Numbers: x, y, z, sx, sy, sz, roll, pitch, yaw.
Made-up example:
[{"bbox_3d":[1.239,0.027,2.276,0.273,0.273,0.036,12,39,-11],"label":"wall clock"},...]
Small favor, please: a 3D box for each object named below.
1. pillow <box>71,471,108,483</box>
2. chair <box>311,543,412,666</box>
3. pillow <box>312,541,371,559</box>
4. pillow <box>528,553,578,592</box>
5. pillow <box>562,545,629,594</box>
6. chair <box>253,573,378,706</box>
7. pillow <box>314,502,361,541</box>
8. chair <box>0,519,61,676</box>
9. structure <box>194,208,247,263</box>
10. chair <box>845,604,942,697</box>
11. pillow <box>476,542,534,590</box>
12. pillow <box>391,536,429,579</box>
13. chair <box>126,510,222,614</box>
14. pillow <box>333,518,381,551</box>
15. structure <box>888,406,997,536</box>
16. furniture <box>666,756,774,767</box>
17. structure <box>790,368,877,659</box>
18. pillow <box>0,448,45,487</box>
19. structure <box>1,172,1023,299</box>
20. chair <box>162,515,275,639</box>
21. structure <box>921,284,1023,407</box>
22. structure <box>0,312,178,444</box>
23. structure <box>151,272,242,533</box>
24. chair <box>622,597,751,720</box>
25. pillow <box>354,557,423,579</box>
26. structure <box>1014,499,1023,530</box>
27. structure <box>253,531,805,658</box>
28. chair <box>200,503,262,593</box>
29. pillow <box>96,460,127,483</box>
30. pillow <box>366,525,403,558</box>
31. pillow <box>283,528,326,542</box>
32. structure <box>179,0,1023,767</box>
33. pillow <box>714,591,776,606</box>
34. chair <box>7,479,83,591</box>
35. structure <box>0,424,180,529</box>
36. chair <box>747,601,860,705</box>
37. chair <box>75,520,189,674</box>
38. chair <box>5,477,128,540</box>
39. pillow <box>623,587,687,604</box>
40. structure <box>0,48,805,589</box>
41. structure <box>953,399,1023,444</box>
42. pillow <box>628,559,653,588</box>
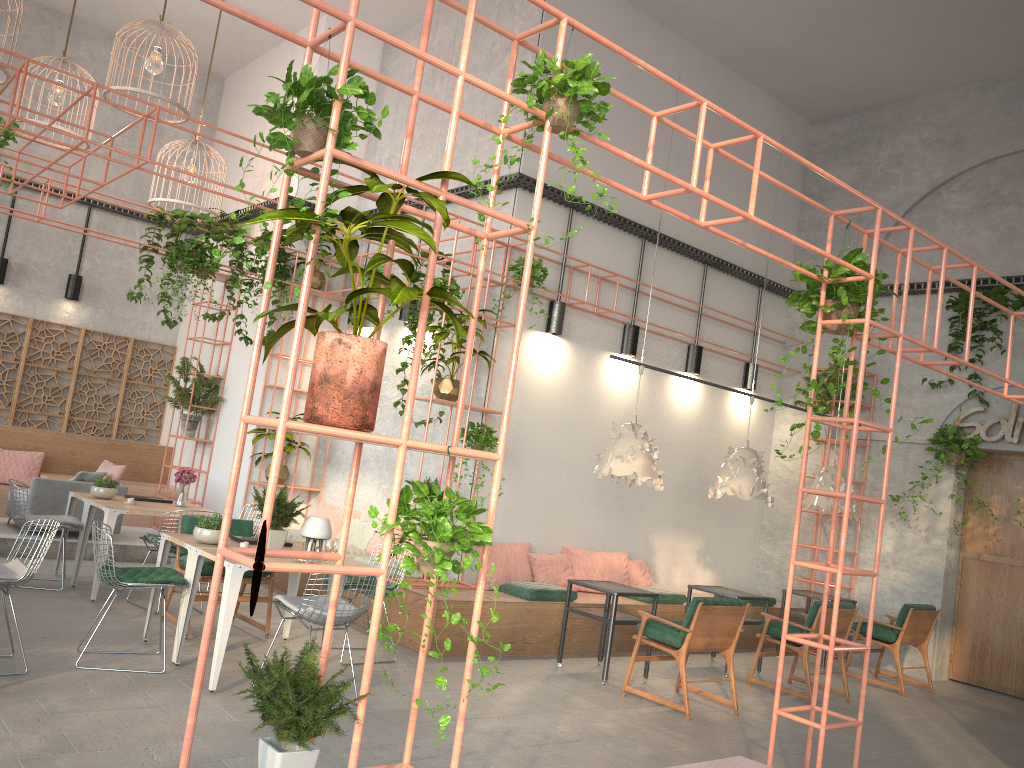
[{"bbox_3d":[-5.067,1.188,10.469,0.308,0.349,0.495,7,-6,10],"label":"pillow"},{"bbox_3d":[-1.248,1.790,7.385,0.717,0.941,0.565,13,-7,-38],"label":"chair"},{"bbox_3d":[-1.919,1.848,9.794,0.491,0.149,0.637,13,-7,-38],"label":"pillow"},{"bbox_3d":[0.438,2.029,9.540,0.666,0.385,0.289,14,-8,-44],"label":"pillow"},{"bbox_3d":[0.942,2.094,9.929,0.839,0.474,0.276,10,-6,-19],"label":"pillow"},{"bbox_3d":[-1.308,1.650,6.029,0.565,0.941,0.717,13,-7,-43],"label":"chair"},{"bbox_3d":[-2.193,1.718,10.829,0.839,0.474,0.276,4,-7,41],"label":"pillow"},{"bbox_3d":[-3.344,1.312,5.616,0.717,0.941,0.565,13,-7,-38],"label":"chair"},{"bbox_3d":[-4.092,-2.080,12.397,0.903,0.803,0.934,6,-6,22],"label":"structure"},{"bbox_3d":[4.114,2.799,9.577,0.722,0.930,0.685,13,-7,-39],"label":"chair"},{"bbox_3d":[-0.055,1.873,9.155,0.276,0.474,0.839,4,-7,41],"label":"pillow"},{"bbox_3d":[-0.990,1.800,9.328,0.289,0.385,0.666,14,-8,-44],"label":"pillow"},{"bbox_3d":[-3.106,1.595,8.204,0.565,0.941,0.717,13,-7,-43],"label":"chair"},{"bbox_3d":[-1.806,1.775,10.316,0.289,0.385,0.666,14,-8,-44],"label":"pillow"},{"bbox_3d":[5.186,1.021,10.591,0.950,1.527,0.921,9,-5,-6],"label":"structure"},{"bbox_3d":[1.109,2.066,4.028,0.976,0.446,0.941,13,-7,-39],"label":"furniture"},{"bbox_3d":[4.066,1.602,11.320,0.430,3.597,0.630,13,-7,-39],"label":"structure"},{"bbox_3d":[-6.619,1.072,11.601,0.839,0.474,0.276,10,-6,-19],"label":"pillow"},{"bbox_3d":[-1.269,-2.497,7.318,15.203,0.110,15.603,13,-7,-39],"label":"structure"},{"bbox_3d":[-2.476,1.631,7.561,0.722,0.917,0.685,13,-7,-39],"label":"chair"},{"bbox_3d":[5.731,-0.420,10.075,1.939,1.514,0.856,3,-8,45],"label":"structure"},{"bbox_3d":[-8.596,-0.265,11.272,9.782,2.103,0.132,13,-7,-39],"label":"structure"},{"bbox_3d":[-4.369,0.252,12.318,0.424,3.596,0.624,13,-7,-39],"label":"structure"},{"bbox_3d":[1.462,2.197,7.368,0.722,0.929,0.685,13,-7,-39],"label":"chair"},{"bbox_3d":[-1.271,1.868,9.010,0.491,0.149,0.637,13,-7,-38],"label":"pillow"},{"bbox_3d":[6.057,1.074,9.598,0.921,1.527,0.950,13,-7,-41],"label":"structure"},{"bbox_3d":[0.129,2.590,11.242,5.831,0.500,4.386,13,-7,-39],"label":"structure"},{"bbox_3d":[-3.046,1.735,9.560,0.717,0.941,0.565,13,-7,-38],"label":"chair"},{"bbox_3d":[-5.029,1.191,10.932,0.273,0.476,0.836,13,-7,-39],"label":"pillow"},{"bbox_3d":[-1.409,1.736,9.815,0.276,0.474,0.839,10,-6,-19],"label":"pillow"},{"bbox_3d":[-2.587,1.828,10.601,0.491,0.149,0.637,13,-7,-38],"label":"pillow"},{"bbox_3d":[1.881,0.476,3.173,14.689,4.247,4.157,13,-7,-39],"label":"structure"},{"bbox_3d":[2.922,2.684,11.088,0.637,0.149,0.491,13,-7,-38],"label":"pillow"},{"bbox_3d":[-4.447,1.416,8.383,0.717,0.941,0.565,11,-6,-23],"label":"chair"},{"bbox_3d":[-7.910,0.750,9.697,9.152,1.111,3.396,13,-7,-39],"label":"structure"},{"bbox_3d":[2.802,2.501,8.484,0.722,0.930,0.685,13,-7,-39],"label":"chair"},{"bbox_3d":[-2.648,1.471,6.208,0.717,0.941,0.565,11,-6,-23],"label":"chair"},{"bbox_3d":[-5.314,1.432,10.565,1.052,0.672,1.127,13,-7,-39],"label":"chair"},{"bbox_3d":[1.579,2.379,9.971,0.637,0.149,0.491,13,-7,-38],"label":"pillow"},{"bbox_3d":[-1.642,0.053,10.046,14.096,4.345,4.501,13,-7,-40],"label":"structure"},{"bbox_3d":[5.687,0.424,10.067,0.063,0.505,1.312,13,-7,-39],"label":"structure"},{"bbox_3d":[1.409,2.249,10.348,0.666,0.385,0.289,14,-8,-44],"label":"pillow"}]
